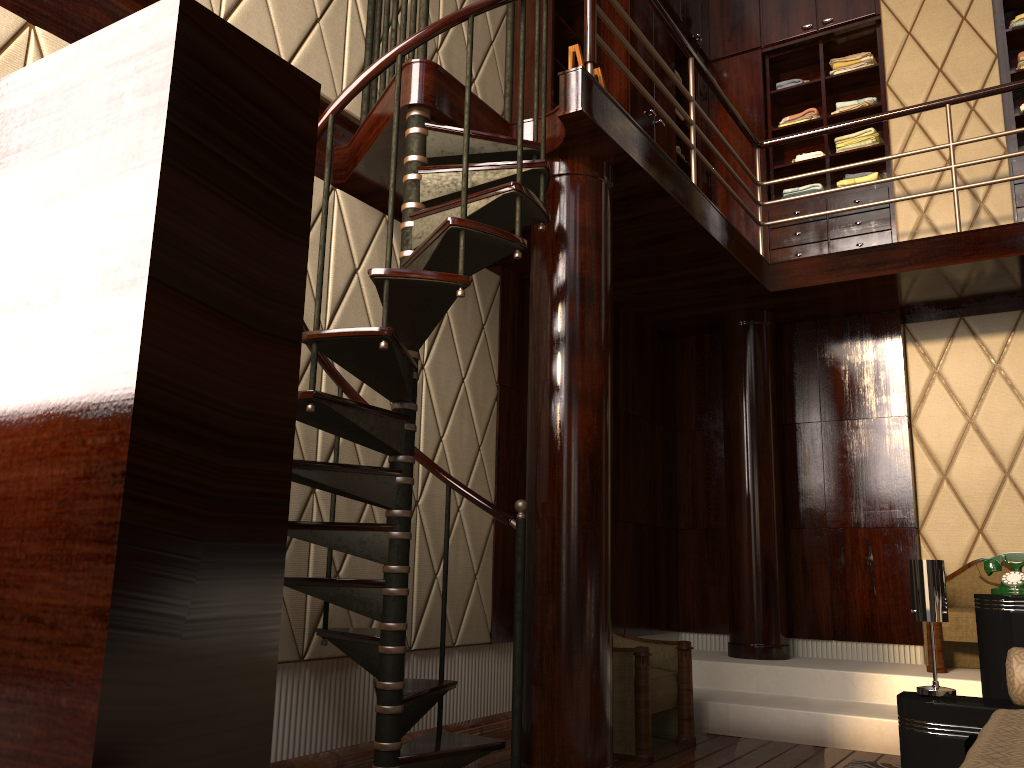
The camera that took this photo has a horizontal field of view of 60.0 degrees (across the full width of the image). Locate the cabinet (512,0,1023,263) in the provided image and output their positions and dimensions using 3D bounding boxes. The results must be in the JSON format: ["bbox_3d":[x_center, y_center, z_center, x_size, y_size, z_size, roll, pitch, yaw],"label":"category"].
[{"bbox_3d":[3.165,-1.901,4.270,6.767,2.432,2.576,-6,-14,31],"label":"cabinet"}]

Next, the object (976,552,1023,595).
[{"bbox_3d":[1.567,0.590,2.762,0.158,0.131,0.178,2,-12,-5],"label":"object"}]

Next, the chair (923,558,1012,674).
[{"bbox_3d":[2.331,1.125,4.331,0.571,0.550,0.462,-6,-14,31],"label":"chair"}]

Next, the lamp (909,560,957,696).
[{"bbox_3d":[1.248,0.720,2.637,0.106,0.385,0.109,-8,-16,38],"label":"lamp"}]

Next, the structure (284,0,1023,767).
[{"bbox_3d":[2.454,-0.267,2.820,6.107,3.189,3.750,-6,-14,31],"label":"structure"}]

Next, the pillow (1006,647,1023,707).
[{"bbox_3d":[1.987,0.758,2.137,1.396,0.167,0.173,-6,-14,31],"label":"pillow"}]

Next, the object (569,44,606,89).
[{"bbox_3d":[0.461,-1.239,4.489,0.258,0.974,0.275,-6,-14,31],"label":"object"}]

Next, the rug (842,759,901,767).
[{"bbox_3d":[1.597,0.994,1.195,2.910,0.006,3.735,-6,-14,31],"label":"rug"}]

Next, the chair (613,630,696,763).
[{"bbox_3d":[0.474,1.244,3.766,0.462,0.550,0.571,-6,-14,31],"label":"chair"}]

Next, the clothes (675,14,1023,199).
[{"bbox_3d":[3.178,-1.759,5.101,4.996,0.954,0.818,-4,-13,24],"label":"clothes"}]

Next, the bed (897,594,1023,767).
[{"bbox_3d":[1.551,0.708,1.431,1.985,0.660,2.381,-6,-14,31],"label":"bed"}]
